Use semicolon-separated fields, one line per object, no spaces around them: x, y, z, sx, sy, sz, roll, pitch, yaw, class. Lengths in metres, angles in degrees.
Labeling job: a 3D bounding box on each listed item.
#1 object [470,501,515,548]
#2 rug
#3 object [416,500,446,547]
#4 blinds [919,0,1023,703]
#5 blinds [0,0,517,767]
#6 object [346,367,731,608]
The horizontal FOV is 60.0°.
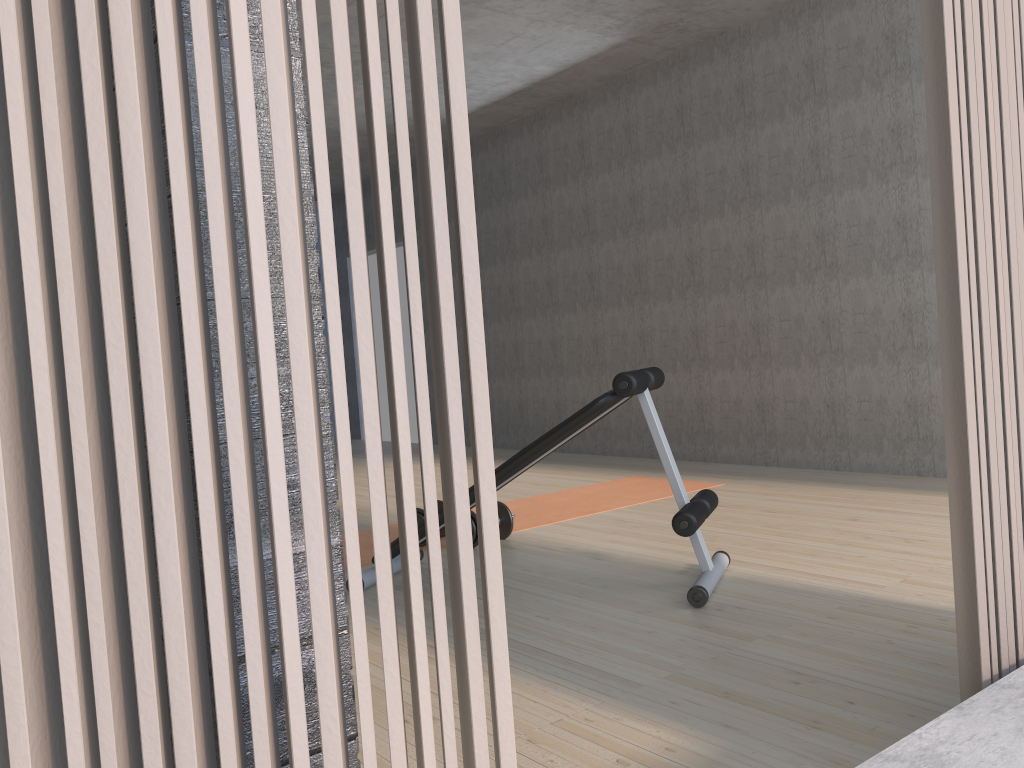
-0.127;0.627;3.957;0.176;0.176;0.385;-2;3;44;object
-0.105;0.690;4.520;2.779;0.002;0.716;-6;2;-37;rug
-0.381;0.633;4.039;0.176;0.176;0.385;-3;2;24;object
1.107;-0.684;1.747;1.133;2.744;0.069;-6;2;-37;blinds
-0.506;-0.522;0.520;1.133;2.744;0.069;-6;2;-37;blinds
0.065;0.345;3.208;1.312;0.746;0.505;-3;2;22;object
